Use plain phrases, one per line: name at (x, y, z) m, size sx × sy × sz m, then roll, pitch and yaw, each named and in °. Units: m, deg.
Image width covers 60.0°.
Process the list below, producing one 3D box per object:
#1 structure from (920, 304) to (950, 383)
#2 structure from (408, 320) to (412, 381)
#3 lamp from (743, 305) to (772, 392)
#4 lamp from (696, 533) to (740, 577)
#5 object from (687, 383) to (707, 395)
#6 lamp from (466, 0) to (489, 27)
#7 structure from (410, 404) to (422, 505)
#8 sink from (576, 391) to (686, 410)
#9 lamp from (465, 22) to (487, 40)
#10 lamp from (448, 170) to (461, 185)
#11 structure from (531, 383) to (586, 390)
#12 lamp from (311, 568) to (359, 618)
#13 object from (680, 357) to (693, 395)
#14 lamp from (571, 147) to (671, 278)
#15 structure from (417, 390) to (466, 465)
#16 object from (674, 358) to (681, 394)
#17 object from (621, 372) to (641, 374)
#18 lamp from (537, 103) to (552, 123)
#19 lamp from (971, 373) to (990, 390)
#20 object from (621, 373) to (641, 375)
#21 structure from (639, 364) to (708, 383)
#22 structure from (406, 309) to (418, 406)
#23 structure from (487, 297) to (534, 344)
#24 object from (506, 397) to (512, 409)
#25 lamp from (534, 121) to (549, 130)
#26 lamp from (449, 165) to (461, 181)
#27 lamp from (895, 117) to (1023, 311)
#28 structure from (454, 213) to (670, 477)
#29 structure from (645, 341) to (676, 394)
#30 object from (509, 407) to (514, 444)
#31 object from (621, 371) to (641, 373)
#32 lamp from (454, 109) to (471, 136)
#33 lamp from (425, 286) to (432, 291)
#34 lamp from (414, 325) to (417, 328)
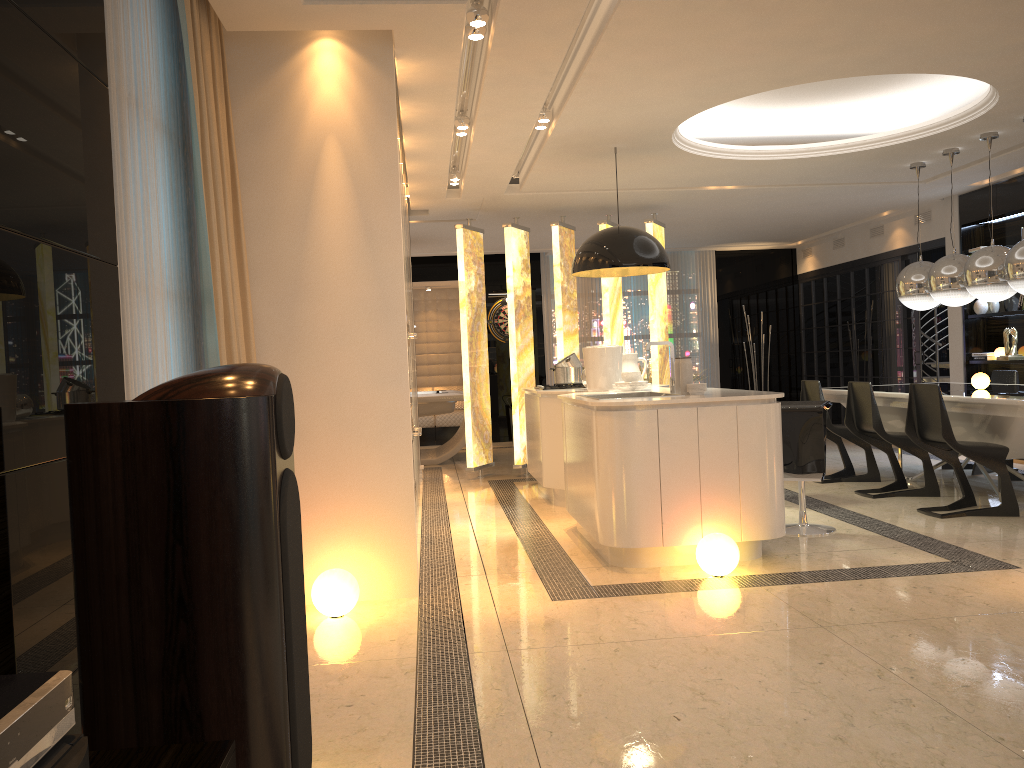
structure at (5.805, -1.480, 11.658) m, size 1.964 × 4.134 × 3.425 m, roll -3°, pitch 1°, yaw -5°
structure at (-0.956, -0.231, 6.380) m, size 0.446 × 0.450 × 0.659 m, roll -3°, pitch 1°, yaw -5°
lamp at (3.538, -0.236, 12.774) m, size 0.418 × 1.801 × 0.200 m, roll -3°, pitch 1°, yaw -5°
lamp at (1.027, 0.851, 4.430) m, size 0.212 × 0.214 × 0.213 m, roll -4°, pitch 2°, yaw -45°
object at (1.024, 0.029, 4.909) m, size 0.111 × 0.062 × 0.111 m, roll -2°, pitch 1°, yaw 16°
lamp at (-0.159, -1.709, 4.074) m, size 0.107 × 0.127 × 0.107 m, roll -3°, pitch 1°, yaw -17°
structure at (-0.868, 0.449, 5.651) m, size 0.595 × 0.597 × 0.609 m, roll -3°, pitch 1°, yaw -5°
sink at (0.681, 0.141, 5.218) m, size 0.485 × 0.152 × 0.738 m, roll -3°, pitch 1°, yaw -5°
lamp at (-0.175, -1.712, 4.237) m, size 0.107 × 0.127 × 0.107 m, roll -3°, pitch 1°, yaw -17°
lamp at (-0.496, -1.771, 7.605) m, size 0.107 × 0.127 × 0.107 m, roll -3°, pitch 1°, yaw -9°
structure at (0.458, 0.017, 7.502) m, size 0.502 × 0.026 × 0.811 m, roll -3°, pitch 1°, yaw -5°
lamp at (-0.797, 0.941, 4.003) m, size 0.212 × 0.214 × 0.213 m, roll -4°, pitch 2°, yaw -45°
object at (0.982, -0.049, 4.989) m, size 0.071 × 0.219 × 0.071 m, roll -3°, pitch 1°, yaw -14°
lamp at (0.763, -1.253, 6.383) m, size 0.710 × 0.898 × 0.710 m, roll -2°, pitch 1°, yaw 5°
structure at (-1.869, 0.544, 10.572) m, size 2.912 × 0.812 × 1.659 m, roll -3°, pitch 1°, yaw -5°
object at (0.972, -0.051, 5.095) m, size 0.071 × 0.219 × 0.071 m, roll -3°, pitch 1°, yaw -29°
object at (0.812, -0.051, 6.040) m, size 0.138 × 0.051 × 0.138 m, roll -1°, pitch 2°, yaw 42°
lamp at (0.205, -1.762, 5.756) m, size 0.107 × 0.127 × 0.107 m, roll -3°, pitch 1°, yaw -24°
lamp at (3.496, -0.022, 6.616) m, size 0.125 × 0.125 × 0.125 m, roll -4°, pitch 2°, yaw -45°
object at (0.812, -0.045, 6.040) m, size 0.138 × 0.051 × 0.138 m, roll -1°, pitch 2°, yaw 42°
structure at (1.855, 0.184, 12.056) m, size 1.282 × 1.142 × 1.275 m, roll -1°, pitch 2°, yaw 41°
structure at (-0.895, -0.159, 5.638) m, size 0.595 × 0.597 × 0.609 m, roll -3°, pitch 1°, yaw -5°
structure at (-0.025, -0.906, 12.651) m, size 0.669 × 0.669 × 0.048 m, roll -3°, pitch 1°, yaw -5°
object at (0.092, 0.326, 12.309) m, size 0.330 × 0.297 × 0.032 m, roll -3°, pitch 1°, yaw -5°
lamp at (0.190, -1.765, 5.919) m, size 0.107 × 0.127 × 0.107 m, roll -3°, pitch 1°, yaw -24°
lamp at (-0.481, -1.768, 7.441) m, size 0.107 × 0.127 × 0.107 m, roll -3°, pitch 1°, yaw -24°
lamp at (3.482, -1.216, 6.713) m, size 0.408 × 1.226 × 1.827 m, roll -3°, pitch 1°, yaw -5°
structure at (0.562, -0.395, 8.859) m, size 2.180 × 2.555 × 0.448 m, roll -3°, pitch 1°, yaw -5°
structure at (0.882, -0.095, 5.206) m, size 0.177 × 0.310 × 0.089 m, roll -3°, pitch 1°, yaw -5°
object at (0.112, 0.575, 12.221) m, size 0.261 × 0.508 × 0.325 m, roll -3°, pitch 1°, yaw -5°
object at (0.812, -0.057, 6.040) m, size 0.138 × 0.051 × 0.138 m, roll -1°, pitch 2°, yaw 42°
lamp at (-0.335, -1.741, 5.914) m, size 0.107 × 0.127 × 0.270 m, roll -3°, pitch 1°, yaw -5°
lamp at (-1.257, -1.466, 13.334) m, size 0.107 × 0.127 × 0.107 m, roll -3°, pitch 1°, yaw -24°
lamp at (-1.948, -1.147, 10.552) m, size 1.578 × 0.995 × 0.939 m, roll -3°, pitch 1°, yaw -5°
